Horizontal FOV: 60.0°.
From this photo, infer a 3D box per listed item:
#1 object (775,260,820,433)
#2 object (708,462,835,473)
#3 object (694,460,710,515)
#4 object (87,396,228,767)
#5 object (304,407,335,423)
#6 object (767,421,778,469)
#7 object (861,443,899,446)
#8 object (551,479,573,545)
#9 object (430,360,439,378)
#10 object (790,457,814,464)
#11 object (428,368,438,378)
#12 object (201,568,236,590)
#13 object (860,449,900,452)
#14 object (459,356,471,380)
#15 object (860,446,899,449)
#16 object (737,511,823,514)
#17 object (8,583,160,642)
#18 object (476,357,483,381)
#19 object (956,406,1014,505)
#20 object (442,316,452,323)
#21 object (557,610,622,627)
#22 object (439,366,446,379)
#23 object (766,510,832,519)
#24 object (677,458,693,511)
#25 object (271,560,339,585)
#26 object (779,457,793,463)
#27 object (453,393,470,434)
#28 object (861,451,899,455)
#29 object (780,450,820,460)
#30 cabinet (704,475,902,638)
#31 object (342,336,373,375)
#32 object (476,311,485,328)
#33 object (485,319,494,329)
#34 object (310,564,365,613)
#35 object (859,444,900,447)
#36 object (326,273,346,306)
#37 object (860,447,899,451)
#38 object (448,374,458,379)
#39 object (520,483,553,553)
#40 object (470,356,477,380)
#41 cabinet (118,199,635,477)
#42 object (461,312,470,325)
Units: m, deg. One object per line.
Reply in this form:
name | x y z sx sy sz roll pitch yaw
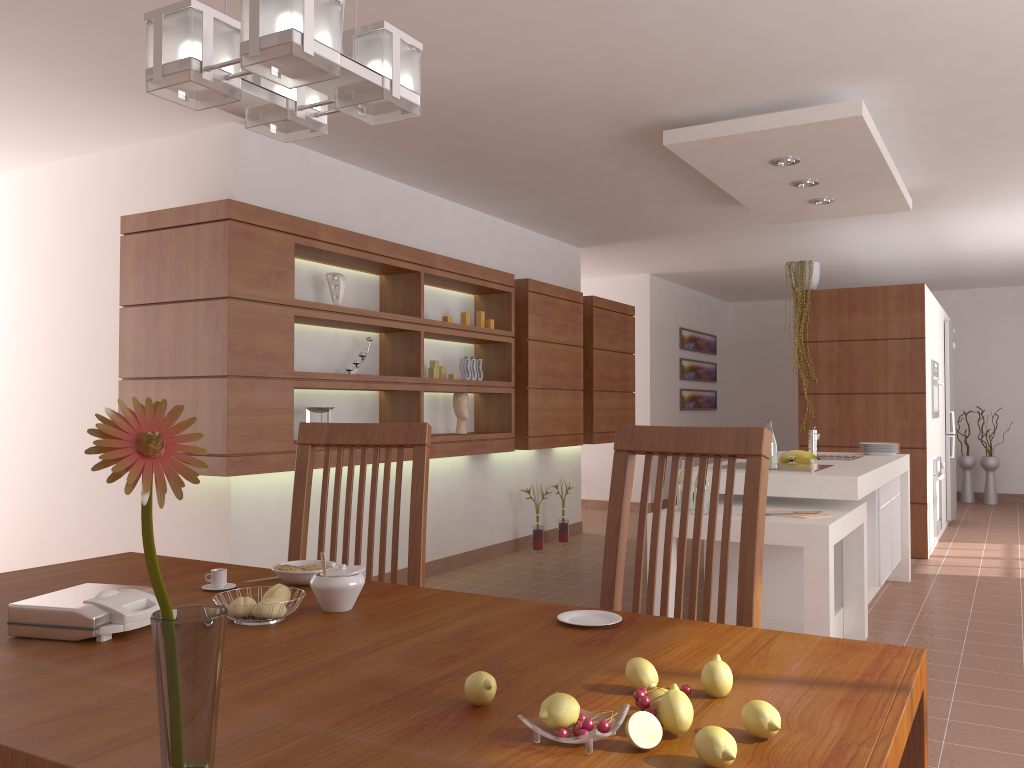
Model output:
object | 2.249 -0.284 6.892 0.297 1.344 0.279 0 -2 -11
object | 1.299 0.413 4.413 0.493 0.006 0.551 -1 -2 29
object | 0.805 0.436 3.755 0.071 0.230 0.071 0 -2 11
object | -0.194 0.190 0.494 0.050 0.365 0.085 -1 -2 27
object | -0.980 0.203 4.512 0.159 0.171 0.159 1 -2 -24
object | 1.226 0.290 4.220 0.071 0.230 0.071 0 -2 11
object | 2.317 0.384 5.596 0.228 0.020 0.228 0 -2 11
object | 0.409 1.012 7.089 0.087 0.546 0.296 -1 -2 30
object | -0.481 -0.085 5.492 0.044 0.120 0.044 -1 -2 29
object | 1.547 0.406 4.701 0.060 0.033 0.207 0 -2 -16
object | -0.482 -0.062 5.419 0.044 0.070 0.044 -1 -2 29
object | -0.580 0.387 1.756 0.065 0.037 0.065 -1 -2 43
object | 2.317 0.425 5.595 0.228 0.020 0.228 0 -2 11
object | -0.304 -0.100 5.775 0.065 0.165 0.054 1 -2 -45
object | 2.317 0.405 5.596 0.228 0.020 0.228 0 -2 11
object | 1.127 0.541 3.725 0.375 0.008 0.041 0 -2 -4
object | -0.674 0.366 1.446 0.195 0.062 0.176 0 -2 14
object | -0.229 -0.098 5.849 0.065 0.165 0.054 1 -2 -45
object | 5.388 0.806 10.065 0.284 1.112 0.655 1 -2 -41
object | -0.393 -0.393 5.374 0.044 0.049 0.044 -1 -2 29
object | 0.130 0.395 1.486 0.108 0.008 0.108 0 -2 -6
object | -0.445 -0.067 5.607 0.044 0.090 0.044 -1 -2 30
object | 1.183 0.548 3.724 0.168 0.006 0.266 1 -2 -44
object | 0.759 0.440 3.893 0.071 0.230 0.071 0 -2 11
object | -0.423 0.389 1.811 0.136 0.036 0.136 0 -2 -12
object | 1.469 0.408 4.776 0.060 0.033 0.207 0 -2 9
object | -0.331 0.178 5.697 0.100 0.284 0.100 1 -2 -30
object | 2.317 0.435 5.595 0.228 0.020 0.228 0 -2 11
object | 1.541 0.379 4.732 0.207 0.055 0.047 0 -2 6
cabinet | 1.632 0.877 4.877 0.737 0.700 2.048 -1 -2 29
object | -0.831 -0.156 4.832 0.190 0.227 0.136 1 -2 -28
object | -0.209 -0.417 5.831 0.044 0.120 0.044 -1 -2 30
object | -0.147 -0.391 5.869 0.044 0.070 0.044 -1 -2 30
object | -0.310 0.361 1.576 0.096 0.079 0.096 -1 -2 25
object | 2.317 0.395 5.596 0.228 0.020 0.228 0 -2 11
object | -0.924 -0.486 4.650 0.103 0.197 0.071 0 -2 -9
object | 2.317 0.415 5.595 0.228 0.020 0.228 0 -2 11
object | -0.372 -0.043 5.593 0.044 0.040 0.044 -1 -2 30
object | 0.192 1.002 6.701 0.296 0.546 0.087 1 -2 -45
object | -0.267 -0.099 5.812 0.065 0.165 0.054 1 -2 -45
cabinet | -0.389 -0.143 6.054 0.754 1.200 4.718 -1 -2 29
object | -0.296 -0.411 5.621 0.044 0.099 0.044 -1 -2 30
